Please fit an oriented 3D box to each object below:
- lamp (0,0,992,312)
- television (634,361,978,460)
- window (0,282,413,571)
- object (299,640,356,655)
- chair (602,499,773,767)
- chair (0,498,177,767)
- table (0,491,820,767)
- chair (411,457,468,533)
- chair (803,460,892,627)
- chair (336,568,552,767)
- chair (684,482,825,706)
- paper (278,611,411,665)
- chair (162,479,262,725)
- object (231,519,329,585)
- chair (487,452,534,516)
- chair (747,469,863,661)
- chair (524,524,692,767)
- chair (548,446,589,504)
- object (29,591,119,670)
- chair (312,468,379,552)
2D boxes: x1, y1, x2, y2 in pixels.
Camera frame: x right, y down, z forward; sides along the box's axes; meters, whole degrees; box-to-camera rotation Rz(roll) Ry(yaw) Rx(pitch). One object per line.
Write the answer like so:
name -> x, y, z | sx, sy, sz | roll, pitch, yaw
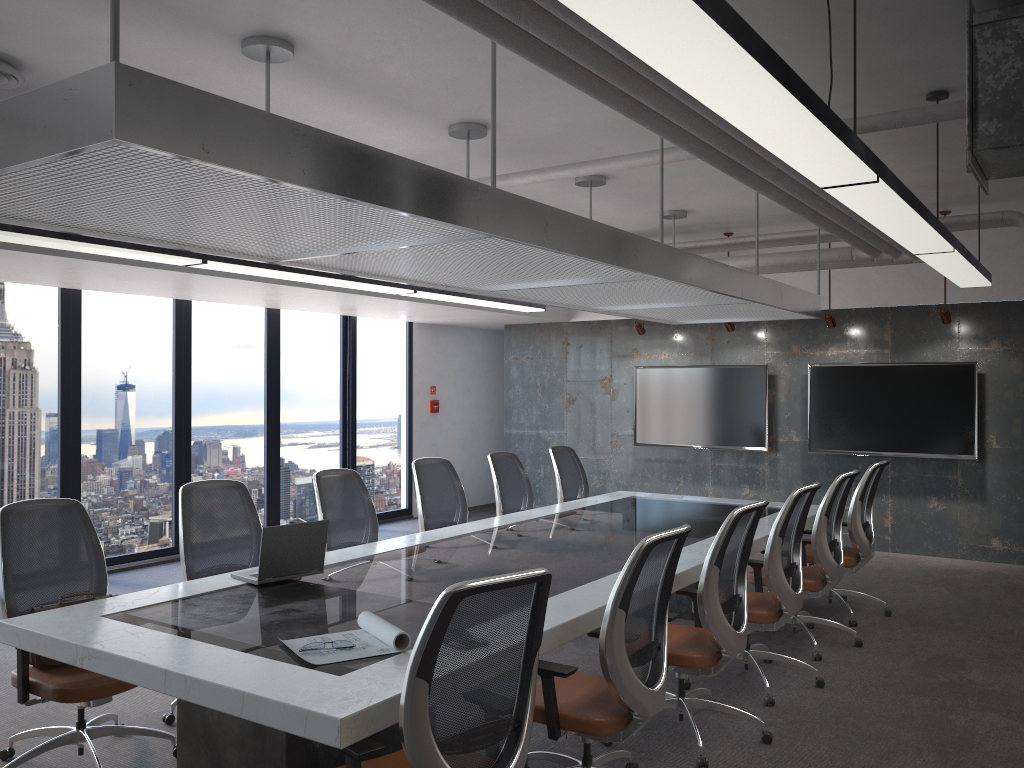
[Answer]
lamp -> 0.217, -1.192, 5.248 | 4.126, 0.908, 6.097 | 0, 0, 34
television -> 3.011, 0.261, 9.645 | 3.667, 0.960, 0.101 | 0, 0, 34
window -> -3.901, 0.369, 7.814 | 0.121, 2.670, 9.225 | 0, 0, 34
object -> -0.650, 0.931, 3.140 | 0.200, 0.036, 0.049 | 0, 0, -19
chair -> 0.828, 1.124, 4.300 | 0.828, 1.166, 0.789 | 0, 0, -2
chair -> -1.905, 1.119, 3.954 | 0.828, 1.166, 0.789 | 0, 0, -2
table -> 0.255, 1.334, 5.311 | 1.898, 0.745, 5.498 | 0, 0, 34
chair -> -0.344, 1.135, 6.453 | 0.828, 1.166, 0.789 | 0, 0, 4
chair -> 2.406, 1.140, 6.665 | 0.828, 1.166, 0.789 | 0, 0, -2
chair -> -0.264, 1.114, 2.753 | 0.828, 1.166, 0.789 | 0, 0, 13
chair -> 1.354, 1.129, 5.089 | 0.828, 1.166, 0.789 | 0, 0, -2
paper -> -0.612, 0.916, 3.221 | 0.379, 0.069, 0.348 | 0, 0, -31
chair -> -1.436, 1.124, 4.779 | 0.828, 1.166, 0.789 | 0, 0, 8
object -> -1.151, 0.814, 4.397 | 0.308, 0.277, 0.366 | 0, 0, 44
chair -> 0.200, 1.140, 7.108 | 0.828, 1.166, 0.789 | 0, 0, -2
chair -> 1.880, 1.134, 5.877 | 0.828, 1.166, 0.789 | 0, 0, -2
chair -> 0.302, 1.119, 3.512 | 0.828, 1.166, 0.789 | 0, 0, -2
chair -> 0.726, 1.145, 7.896 | 0.828, 1.166, 0.789 | 0, 0, -2
object -> -1.950, 1.088, 3.975 | 0.138, 0.308, 0.378 | 0, 0, 45
chair -> -0.852, 1.129, 5.531 | 0.828, 1.166, 0.789 | 0, 0, -2
